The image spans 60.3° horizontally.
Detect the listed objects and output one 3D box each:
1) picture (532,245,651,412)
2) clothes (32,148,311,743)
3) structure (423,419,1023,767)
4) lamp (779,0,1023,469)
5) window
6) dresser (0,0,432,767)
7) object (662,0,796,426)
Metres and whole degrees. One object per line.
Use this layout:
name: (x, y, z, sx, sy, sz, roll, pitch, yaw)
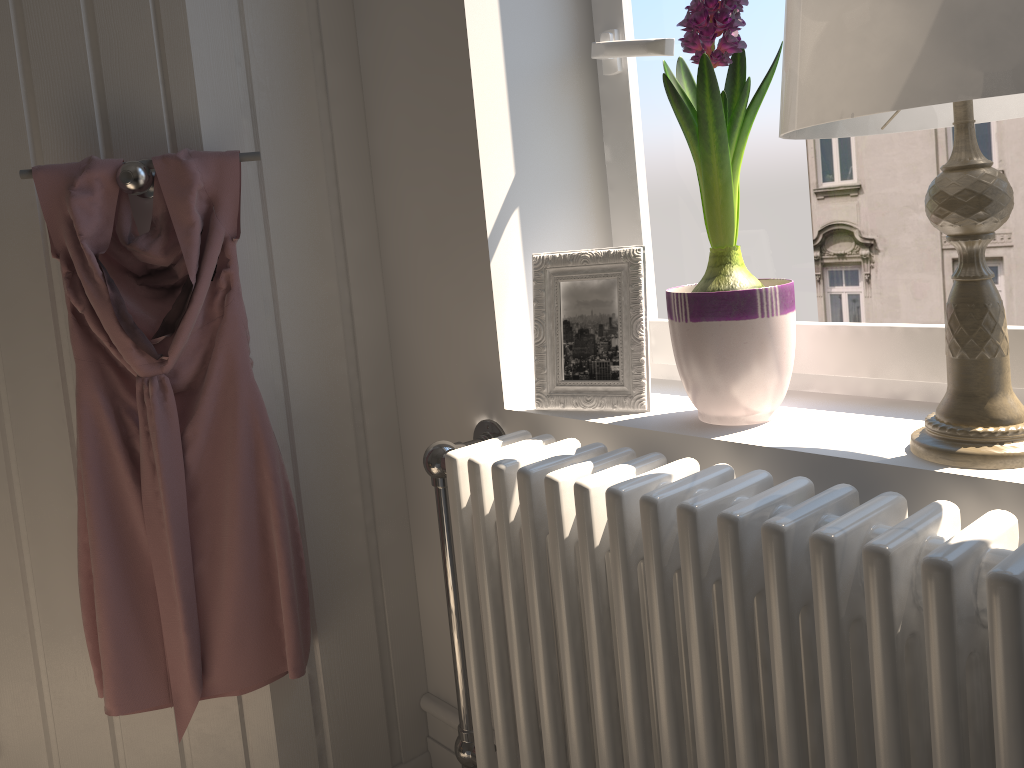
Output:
picture: (0.108, -0.075, 1.238, 0.176, 0.224, 0.050, -2, 6, 30)
clothes: (-0.500, 0.094, 1.313, 0.330, 0.870, 0.093, -7, 5, -11)
structure: (0.259, 0.437, 0.929, 0.167, 0.676, 1.070, -10, 9, -40)
lamp: (0.435, -0.254, 0.852, 0.343, 0.647, 0.340, -9, 6, -28)
window: (0.398, -0.853, 1.032, 0.111, 1.768, 0.950, -9, 7, -40)
dresser: (-0.820, -0.540, 1.607, 0.707, 2.563, 1.025, -10, 7, -40)
object: (0.259, -0.243, 1.095, 0.156, 0.573, 0.158, -2, 6, 35)
